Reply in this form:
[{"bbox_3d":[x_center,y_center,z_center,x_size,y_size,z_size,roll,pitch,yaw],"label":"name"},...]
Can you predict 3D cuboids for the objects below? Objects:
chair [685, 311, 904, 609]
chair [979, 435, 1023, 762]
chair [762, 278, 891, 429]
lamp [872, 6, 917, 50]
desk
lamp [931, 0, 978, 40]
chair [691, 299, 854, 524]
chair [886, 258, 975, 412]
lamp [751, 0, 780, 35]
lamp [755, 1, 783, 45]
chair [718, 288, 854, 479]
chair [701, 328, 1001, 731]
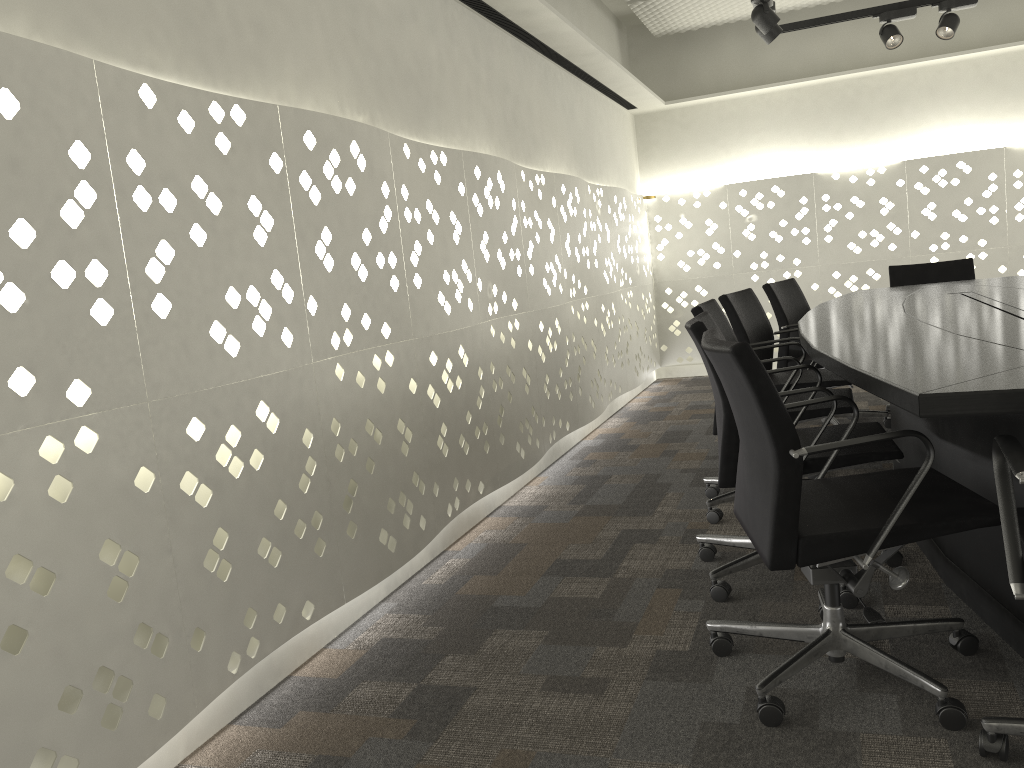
[{"bbox_3d":[0.773,0.164,2.500,0.579,0.757,0.559,-4,7,20],"label":"chair"},{"bbox_3d":[1.031,0.272,1.389,0.559,0.757,0.579,-3,8,25],"label":"chair"},{"bbox_3d":[1.553,-0.150,4.374,0.579,0.757,0.559,0,9,40],"label":"chair"},{"bbox_3d":[1.991,-1.858,4.608,0.213,0.224,0.126,-3,8,23],"label":"lamp"},{"bbox_3d":[1.617,0.067,2.963,1.223,0.658,3.364,-4,7,20],"label":"desk"},{"bbox_3d":[2.261,-1.876,4.519,0.214,0.224,0.118,-5,7,9],"label":"lamp"},{"bbox_3d":[0.928,0.065,3.170,0.579,0.757,0.559,-3,8,25],"label":"chair"},{"bbox_3d":[2.229,-0.253,4.607,0.559,0.757,0.579,-3,8,25],"label":"chair"},{"bbox_3d":[1.148,-1.693,4.011,0.126,0.224,0.213,-3,8,23],"label":"lamp"},{"bbox_3d":[1.222,-1.726,4.219,0.126,0.224,0.213,-3,8,23],"label":"lamp"},{"bbox_3d":[1.183,-0.033,3.746,0.579,0.757,0.559,-1,8,35],"label":"chair"},{"bbox_3d":[0.690,0.247,1.897,0.579,0.757,0.559,-5,7,10],"label":"chair"}]
